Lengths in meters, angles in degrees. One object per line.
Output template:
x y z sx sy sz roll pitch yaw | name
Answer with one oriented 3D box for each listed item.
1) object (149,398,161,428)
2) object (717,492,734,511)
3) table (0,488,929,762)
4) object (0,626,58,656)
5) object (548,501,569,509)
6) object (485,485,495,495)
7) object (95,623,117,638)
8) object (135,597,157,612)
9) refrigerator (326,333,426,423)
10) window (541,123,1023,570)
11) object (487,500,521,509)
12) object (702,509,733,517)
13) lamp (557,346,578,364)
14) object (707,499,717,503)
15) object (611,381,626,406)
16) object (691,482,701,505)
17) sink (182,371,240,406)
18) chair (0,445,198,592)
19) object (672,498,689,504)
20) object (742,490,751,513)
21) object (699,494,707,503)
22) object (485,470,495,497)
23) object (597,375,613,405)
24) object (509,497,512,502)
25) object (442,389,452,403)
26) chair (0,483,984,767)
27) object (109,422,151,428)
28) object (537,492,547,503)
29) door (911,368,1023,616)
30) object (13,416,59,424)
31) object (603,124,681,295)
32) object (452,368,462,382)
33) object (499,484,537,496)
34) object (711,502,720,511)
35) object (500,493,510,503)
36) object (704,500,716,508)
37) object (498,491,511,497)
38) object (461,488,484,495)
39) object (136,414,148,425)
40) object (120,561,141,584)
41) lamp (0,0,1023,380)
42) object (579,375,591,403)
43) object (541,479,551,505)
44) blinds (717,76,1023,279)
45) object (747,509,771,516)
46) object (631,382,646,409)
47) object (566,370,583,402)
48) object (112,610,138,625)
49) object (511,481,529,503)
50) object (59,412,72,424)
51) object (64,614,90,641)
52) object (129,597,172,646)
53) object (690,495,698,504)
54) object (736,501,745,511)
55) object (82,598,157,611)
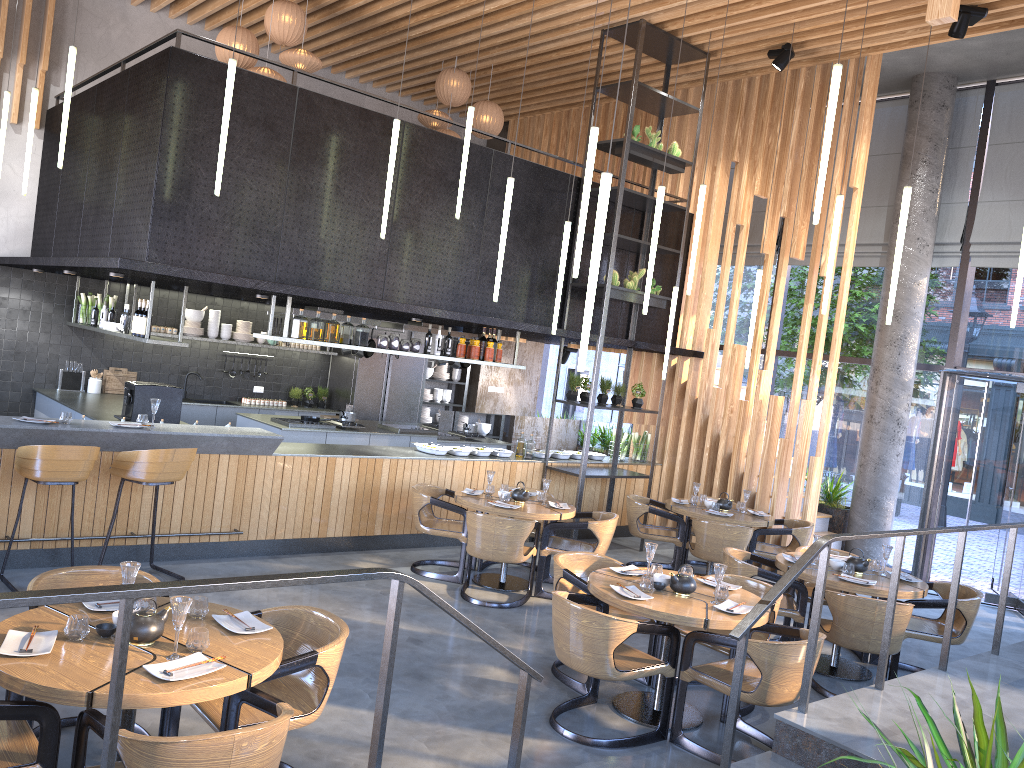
-2.864 0.233 7.094 0.082 0.227 0.082 7 2 -6 | object
2.173 1.197 9.053 0.163 0.179 0.168 8 2 11 | object
0.970 1.542 5.031 10.659 0.968 6.876 6 3 -40 | table
-1.791 0.956 3.294 0.170 0.025 0.294 7 2 -21 | object
0.417 1.084 7.932 0.170 0.025 0.294 7 2 -5 | object
-0.200 0.967 8.090 0.086 0.086 0.086 9 2 36 | object
-1.588 0.968 3.468 0.080 0.042 0.080 8 2 14 | object
-1.555 0.939 3.770 0.086 0.086 0.086 7 2 -15 | object
-2.074 0.326 13.249 1.131 2.027 0.803 6 3 -40 | refrigerator
0.074 -1.124 6.805 12.739 5.897 12.900 6 3 -40 | window
-0.087 1.031 7.574 0.294 0.025 0.170 9 2 30 | object
2.006 1.265 8.703 0.294 0.025 0.170 9 2 30 | object
0.841 -0.485 13.771 0.270 0.367 0.302 6 2 -35 | lamp
2.174 1.260 9.490 0.294 0.025 0.170 8 2 8 | object
1.239 0.109 10.305 0.211 0.283 0.221 6 2 -27 | object
1.890 1.133 9.132 0.082 0.227 0.082 7 2 -8 | object
-4.185 0.114 11.626 1.111 0.547 0.498 6 3 -40 | sink
-5.387 0.610 6.773 5.395 1.047 2.787 8 2 27 | chair
1.741 1.214 9.192 0.170 0.025 0.294 8 2 8 | object
2.392 1.200 9.069 0.082 0.227 0.082 9 3 43 | object
2.021 1.213 9.387 0.086 0.086 0.086 9 2 36 | object
-0.203 0.898 8.002 0.082 0.227 0.082 7 2 -20 | object
1.066 0.051 10.124 0.186 0.367 0.196 8 2 4 | object
-0.037 1.020 7.837 0.080 0.042 0.080 9 2 35 | object
-1.055 0.194 14.349 0.143 0.214 0.149 7 2 -12 | object
-0.559 1.422 5.770 9.749 0.759 4.352 6 3 -39 | chair
-2.978 0.326 6.946 0.294 0.025 0.170 6 3 -42 | object
0.272 1.030 8.046 0.086 0.086 0.086 7 2 -3 | object
5.631 1.208 9.560 2.186 2.526 2.186 7 2 -21 | door
-3.492 0.273 6.536 0.294 0.025 0.170 7 2 -3 | object
1.455 -1.917 9.782 0.922 1.819 0.232 6 3 -41 | object
-0.898 -0.147 14.358 0.143 0.214 0.149 7 2 -12 | object
0.059 0.993 8.321 0.335 0.086 0.253 8 2 8 | object
2.031 1.232 8.864 0.086 0.086 0.086 8 2 9 | object
-0.062 0.997 7.734 0.086 0.086 0.086 8 2 13 | object
2.021 1.235 9.070 0.116 0.065 0.116 9 2 34 | object
-0.072 1.000 7.940 0.116 0.065 0.116 9 2 34 | object
-0.352 0.979 8.063 0.170 0.025 0.294 8 2 8 | object
-2.973 0.288 7.136 0.086 0.086 0.086 6 3 -40 | object
-1.608 0.863 3.710 0.082 0.227 0.082 8 2 19 | object
-1.513 -5.539 7.377 8.975 10.231 8.774 6 3 -42 | lamp
0.824 0.052 9.986 0.172 0.311 0.179 6 2 -30 | object
0.298 0.966 7.940 0.082 0.227 0.082 9 3 43 | object
4.626 -2.337 6.661 8.760 2.314 17.610 8 2 3 | blinds
2.511 1.319 9.061 0.170 0.025 0.294 7 2 -5 | object
1.452 0.126 10.219 0.172 0.311 0.179 8 2 15 | object
0.696 0.013 9.807 0.186 0.367 0.196 8 2 4 | object
-1.550 0.958 3.572 0.116 0.065 0.116 8 2 28 | object
0.082 0.963 7.925 0.168 0.179 0.163 8 2 15 | object
-3.353 0.255 6.665 0.086 0.086 0.086 8 2 25 | object
-1.670 0.937 3.406 0.086 0.086 0.086 6 2 -38 | object
-1.437 0.918 3.466 0.168 0.179 0.163 7 2 -3 | object
1.894 1.202 9.219 0.086 0.086 0.086 9 2 31 | object
2.365 1.265 9.176 0.086 0.086 0.086 9 3 42 | object
-1.691 0.950 3.844 0.294 0.025 0.170 6 3 -43 | object
